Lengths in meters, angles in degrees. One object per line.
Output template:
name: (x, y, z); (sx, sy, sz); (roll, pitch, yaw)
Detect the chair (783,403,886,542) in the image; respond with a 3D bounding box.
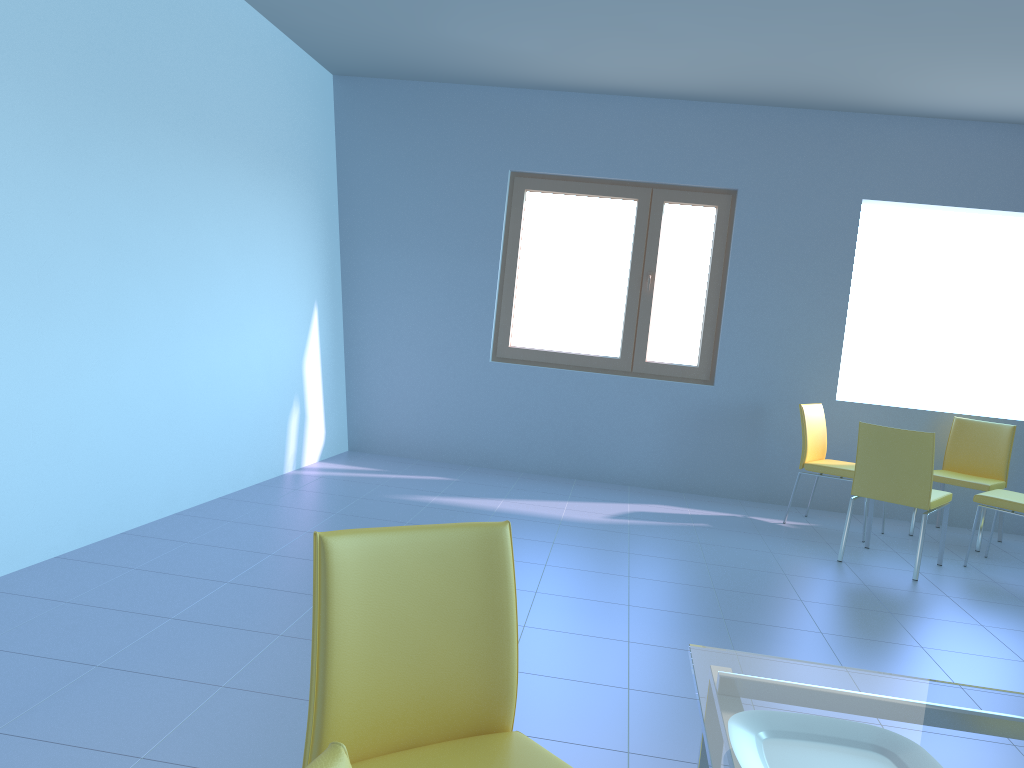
chair: (1.893, 0.488, 5.125); (0.484, 0.695, 0.387); (9, 6, 38)

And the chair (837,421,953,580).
chair: (1.918, 0.548, 4.396); (0.387, 0.695, 0.484); (9, 6, 38)

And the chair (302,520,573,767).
chair: (-0.061, 0.593, 1.238); (0.387, 0.695, 0.484); (3, 5, -35)

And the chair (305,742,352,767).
chair: (0.027, 0.658, 0.530); (0.484, 0.695, 0.387); (6, 5, 5)

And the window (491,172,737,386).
window: (0.653, -0.697, 5.831); (1.475, 1.263, 0.142); (6, 5, 7)

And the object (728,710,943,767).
object: (0.346, 0.409, 0.934); (0.228, 0.020, 0.228); (6, 5, 4)

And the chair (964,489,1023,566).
chair: (2.649, 0.619, 4.481); (0.484, 0.699, 0.387); (10, 6, 43)

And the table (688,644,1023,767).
table: (0.513, 0.753, 0.704); (0.730, 0.590, 1.173); (6, 5, 7)

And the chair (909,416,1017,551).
chair: (2.653, 0.561, 5.191); (0.387, 0.695, 0.484); (10, 6, 43)
